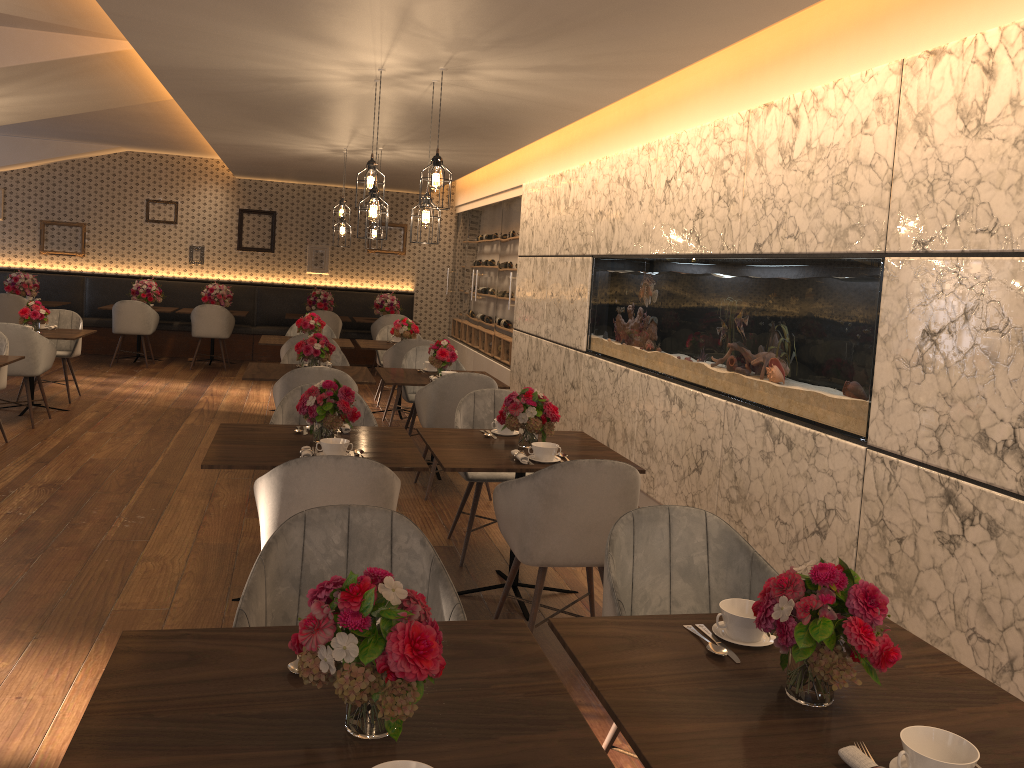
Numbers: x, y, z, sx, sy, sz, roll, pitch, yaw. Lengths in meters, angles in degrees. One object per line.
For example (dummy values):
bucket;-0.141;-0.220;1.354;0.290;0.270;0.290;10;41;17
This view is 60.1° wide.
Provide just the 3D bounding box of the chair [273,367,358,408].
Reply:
chair;-1.308;0.287;5.866;0.564;0.869;0.529;3;5;-14

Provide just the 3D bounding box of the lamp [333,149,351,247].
lamp;-1.634;-2.397;8.769;0.175;2.062;0.176;3;4;-12

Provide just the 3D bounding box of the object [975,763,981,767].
object;0.825;0.682;1.563;0.043;0.015;0.198;3;7;-10

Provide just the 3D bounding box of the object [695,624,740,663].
object;0.480;0.602;2.057;0.022;0.004;0.212;2;7;-14

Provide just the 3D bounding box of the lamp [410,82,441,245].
lamp;-0.463;-1.877;5.294;0.175;2.062;0.176;3;4;-12

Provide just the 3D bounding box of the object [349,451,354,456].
object;-0.679;0.308;3.766;0.022;0.004;0.212;2;7;-14

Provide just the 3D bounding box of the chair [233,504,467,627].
chair;-0.424;0.804;2.257;0.564;0.869;0.529;3;5;-14

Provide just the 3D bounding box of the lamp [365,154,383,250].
lamp;-1.348;-2.403;8.968;0.175;2.062;0.176;3;4;-12

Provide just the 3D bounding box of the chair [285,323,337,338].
chair;-2.181;-0.239;9.557;0.564;0.869;0.529;3;5;-14

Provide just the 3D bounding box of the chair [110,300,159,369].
chair;-4.906;-0.664;11.475;0.564;0.869;0.529;3;5;-14

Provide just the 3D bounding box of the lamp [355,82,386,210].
lamp;-0.813;-2.109;5.399;0.175;2.062;0.176;3;4;-12

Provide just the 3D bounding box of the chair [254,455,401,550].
chair;-0.706;0.645;3.367;0.564;0.869;0.529;3;5;-14

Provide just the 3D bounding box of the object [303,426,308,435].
object;-0.994;0.224;4.259;0.022;0.004;0.212;2;7;-14

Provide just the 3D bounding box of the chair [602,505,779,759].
chair;0.507;0.837;2.485;0.564;0.869;0.529;3;5;-14

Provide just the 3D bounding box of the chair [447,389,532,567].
chair;-0.071;0.494;4.886;0.564;0.869;0.529;3;5;-14

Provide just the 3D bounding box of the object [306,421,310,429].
object;-0.923;0.189;4.301;0.148;0.072;0.148;7;8;28

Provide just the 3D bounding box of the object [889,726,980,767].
object;0.729;0.652;1.517;0.148;0.072;0.149;5;7;9

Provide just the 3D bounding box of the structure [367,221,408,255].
structure;-1.930;-2.255;13.709;0.600;0.483;0.032;2;4;-14

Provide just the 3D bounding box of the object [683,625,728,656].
object;0.452;0.594;2.056;0.043;0.015;0.198;3;7;-10

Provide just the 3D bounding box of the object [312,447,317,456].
object;-0.827;0.294;3.712;0.025;0.024;0.194;2;7;-14

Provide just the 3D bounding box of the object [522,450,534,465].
object;0.065;0.326;3.930;0.025;0.024;0.194;2;7;-14

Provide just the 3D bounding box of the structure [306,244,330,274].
structure;-2.951;-1.899;13.492;0.340;0.438;0.035;3;4;-14

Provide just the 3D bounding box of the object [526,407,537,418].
object;0.076;0.128;4.141;0.048;0.052;0.077;0;7;-34

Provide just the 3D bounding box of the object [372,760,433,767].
object;-0.163;0.621;1.299;0.148;0.072;0.149;5;7;9

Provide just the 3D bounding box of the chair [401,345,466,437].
chair;-0.672;0.137;7.384;0.564;0.869;0.529;3;5;-14

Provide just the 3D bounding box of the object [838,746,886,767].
object;0.617;0.665;1.491;0.056;0.039;0.176;2;7;-14

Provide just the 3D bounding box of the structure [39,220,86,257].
structure;-6.414;-2.075;12.639;0.600;0.483;0.032;2;4;-14

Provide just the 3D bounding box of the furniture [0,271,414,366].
furniture;-4.947;-0.940;12.799;7.083;1.077;0.544;2;5;-14

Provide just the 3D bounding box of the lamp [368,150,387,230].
lamp;-1.258;-2.549;8.637;0.175;2.062;0.176;3;4;-12

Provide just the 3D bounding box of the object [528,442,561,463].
object;0.146;0.306;3.938;0.148;0.072;0.148;7;8;28

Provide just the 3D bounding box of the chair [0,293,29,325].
chair;-6.279;-0.713;11.139;0.564;0.869;0.529;3;5;-14

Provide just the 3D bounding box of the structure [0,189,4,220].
structure;-7.308;-2.522;12.385;0.340;0.438;0.035;3;4;-14

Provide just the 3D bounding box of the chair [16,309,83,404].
chair;-4.507;-0.282;8.678;0.564;0.869;0.529;3;5;-14

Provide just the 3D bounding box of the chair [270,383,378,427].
chair;-1.002;0.461;4.658;0.564;0.869;0.529;3;5;-14

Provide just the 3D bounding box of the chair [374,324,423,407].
chair;-1.251;-0.206;9.785;0.564;0.869;0.529;3;5;-14

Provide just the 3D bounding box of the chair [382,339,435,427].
chair;-0.955;-0.023;8.494;0.564;0.869;0.529;3;5;-14

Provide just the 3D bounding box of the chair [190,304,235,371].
chair;-3.975;-0.631;11.703;0.564;0.869;0.529;3;5;-14

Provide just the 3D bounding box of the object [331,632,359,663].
object;-0.284;0.439;1.510;0.048;0.052;0.077;3;6;-9

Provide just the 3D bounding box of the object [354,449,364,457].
object;-0.642;0.304;3.767;0.043;0.015;0.198;2;8;-18

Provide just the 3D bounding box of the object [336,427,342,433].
object;-0.845;0.216;4.312;0.025;0.024;0.194;2;7;-14

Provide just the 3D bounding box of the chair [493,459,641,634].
chair;0.224;0.678;3.595;0.564;0.869;0.529;3;5;-14

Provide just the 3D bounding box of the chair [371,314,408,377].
chair;-1.670;-0.550;12.268;0.564;0.869;0.529;3;5;-14

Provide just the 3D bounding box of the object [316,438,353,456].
object;-0.746;0.274;3.720;0.148;0.072;0.148;7;8;28

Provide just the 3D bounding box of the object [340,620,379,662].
object;-0.340;0.535;1.880;0.148;0.072;0.148;7;8;28

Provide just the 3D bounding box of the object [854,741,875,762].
object;0.648;0.672;1.509;0.025;0.024;0.194;2;7;-14

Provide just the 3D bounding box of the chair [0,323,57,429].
chair;-4.167;-0.097;7.399;0.564;0.869;0.529;3;5;-14

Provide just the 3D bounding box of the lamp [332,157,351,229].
lamp;-1.698;-2.634;9.074;0.175;2.062;0.176;3;4;-12

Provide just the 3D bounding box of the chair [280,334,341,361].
chair;-1.886;-0.056;8.266;0.564;0.869;0.529;3;5;-14

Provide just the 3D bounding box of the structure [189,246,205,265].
structure;-4.659;-1.903;13.086;0.216;0.276;0.018;3;4;-14

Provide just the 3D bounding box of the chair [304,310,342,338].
chair;-2.601;-0.583;12.040;0.564;0.869;0.529;3;5;-14

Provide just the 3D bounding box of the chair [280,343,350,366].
chair;-1.603;0.104;7.156;0.564;0.869;0.529;3;5;-14

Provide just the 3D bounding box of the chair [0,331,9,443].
chair;-3.965;0.040;6.427;0.564;0.869;0.529;3;5;-14

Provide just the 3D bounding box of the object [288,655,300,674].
object;-0.447;0.562;1.836;0.043;0.015;0.198;2;8;-18

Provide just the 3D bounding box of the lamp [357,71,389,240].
lamp;-0.749;-1.871;5.094;0.175;2.062;0.176;3;4;-12

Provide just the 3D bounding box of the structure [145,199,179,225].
structure;-5.111;-2.512;12.927;0.448;0.343;0.016;2;4;-14

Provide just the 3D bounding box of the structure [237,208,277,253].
structure;-3.821;-2.291;13.256;0.543;0.630;0.035;2;4;-14

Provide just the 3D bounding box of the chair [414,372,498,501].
chair;-0.377;0.320;6.094;0.564;0.869;0.529;3;5;-14

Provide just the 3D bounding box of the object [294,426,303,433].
object;-1.030;0.216;4.257;0.043;0.015;0.198;2;8;-18

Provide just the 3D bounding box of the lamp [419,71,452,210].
lamp;-0.373;-2.024;4.962;0.175;2.062;0.176;3;4;-12

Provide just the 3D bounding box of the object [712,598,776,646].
object;0.552;0.566;2.098;0.148;0.072;0.148;7;8;28
